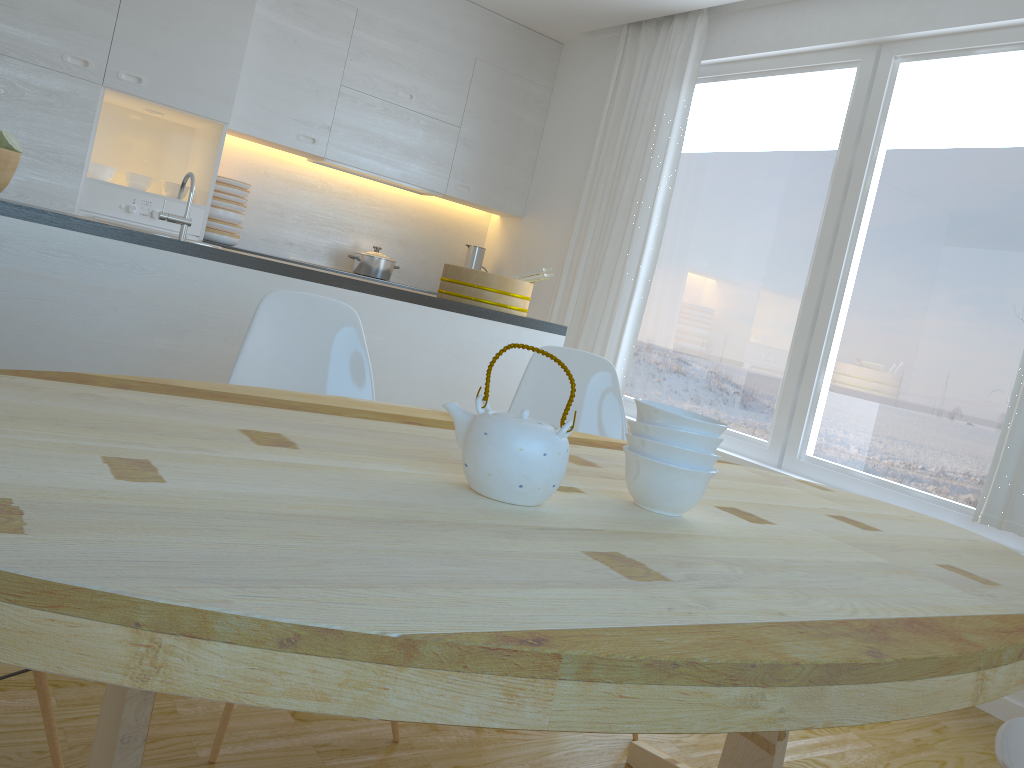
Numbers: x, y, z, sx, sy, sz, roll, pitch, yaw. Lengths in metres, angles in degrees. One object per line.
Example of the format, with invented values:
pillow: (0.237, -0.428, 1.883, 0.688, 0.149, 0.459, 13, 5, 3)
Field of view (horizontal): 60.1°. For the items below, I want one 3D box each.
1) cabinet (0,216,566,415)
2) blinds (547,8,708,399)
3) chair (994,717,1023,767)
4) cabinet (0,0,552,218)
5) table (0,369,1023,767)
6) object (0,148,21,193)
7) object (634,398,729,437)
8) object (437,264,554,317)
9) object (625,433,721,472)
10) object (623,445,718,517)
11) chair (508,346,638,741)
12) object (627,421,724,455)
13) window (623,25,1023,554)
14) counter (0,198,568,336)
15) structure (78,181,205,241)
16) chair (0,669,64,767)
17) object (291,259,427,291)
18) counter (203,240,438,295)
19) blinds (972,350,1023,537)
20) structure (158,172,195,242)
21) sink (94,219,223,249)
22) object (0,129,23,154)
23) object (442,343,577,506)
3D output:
cabinet: (-1.015, 0.031, 3.122, 2.387, 0.908, 0.605, 10, 4, -35)
blinds: (0.570, -1.029, 4.910, 0.149, 2.156, 0.801, 12, 2, -36)
chair: (0.987, 0.660, 1.330, 0.526, 0.900, 0.428, 14, 3, 30)
cabinet: (-1.299, -1.010, 4.883, 3.183, 2.296, 0.485, 10, 3, -35)
table: (0.023, 0.518, 1.423, 2.177, 0.723, 1.204, 9, 5, -37)
object: (-1.514, -0.609, 2.496, 0.205, 0.141, 0.205, 14, 4, 16)
object: (0.257, 0.083, 1.391, 0.151, 0.087, 0.152, 12, 4, -7)
object: (-0.076, -0.415, 3.634, 0.429, 0.214, 0.380, 12, 4, -7)
object: (0.244, 0.133, 1.392, 0.152, 0.093, 0.151, 13, 4, 4)
object: (0.239, 0.156, 1.389, 0.152, 0.082, 0.152, 13, 4, 4)
chair: (0.154, 0.373, 2.382, 0.428, 0.900, 0.526, 12, 3, -16)
object: (0.249, 0.109, 1.394, 0.151, 0.095, 0.152, 12, 4, -19)
window: (1.433, -0.553, 3.923, 0.088, 1.914, 2.750, 12, 4, -36)
counter: (-0.908, -0.431, 3.109, 2.387, 0.040, 0.606, 9, 6, -35)
structure: (-1.836, -0.623, 4.309, 0.557, 0.595, 0.049, 11, 3, -35)
chair: (-0.996, 0.191, 1.459, 0.526, 0.900, 0.428, 14, 2, 25)
object: (-0.919, -0.649, 5.290, 0.650, 0.013, 0.567, 9, 6, -35)
counter: (-0.925, -0.632, 5.286, 1.989, 0.040, 0.605, 9, 6, -35)
blinds: (2.048, -0.491, 2.730, 0.149, 2.156, 0.801, 12, 2, -35)
structure: (-1.057, -0.565, 2.767, 0.096, 0.215, 0.163, 12, 3, -35)
sink: (-1.191, -0.428, 2.958, 0.405, 0.156, 0.404, 14, 5, 6)
object: (-1.438, -0.688, 2.531, 0.074, 0.071, 0.078, 12, 3, -11)
object: (0.007, 0.050, 1.242, 0.146, 0.211, 0.179, 11, 4, -36)
